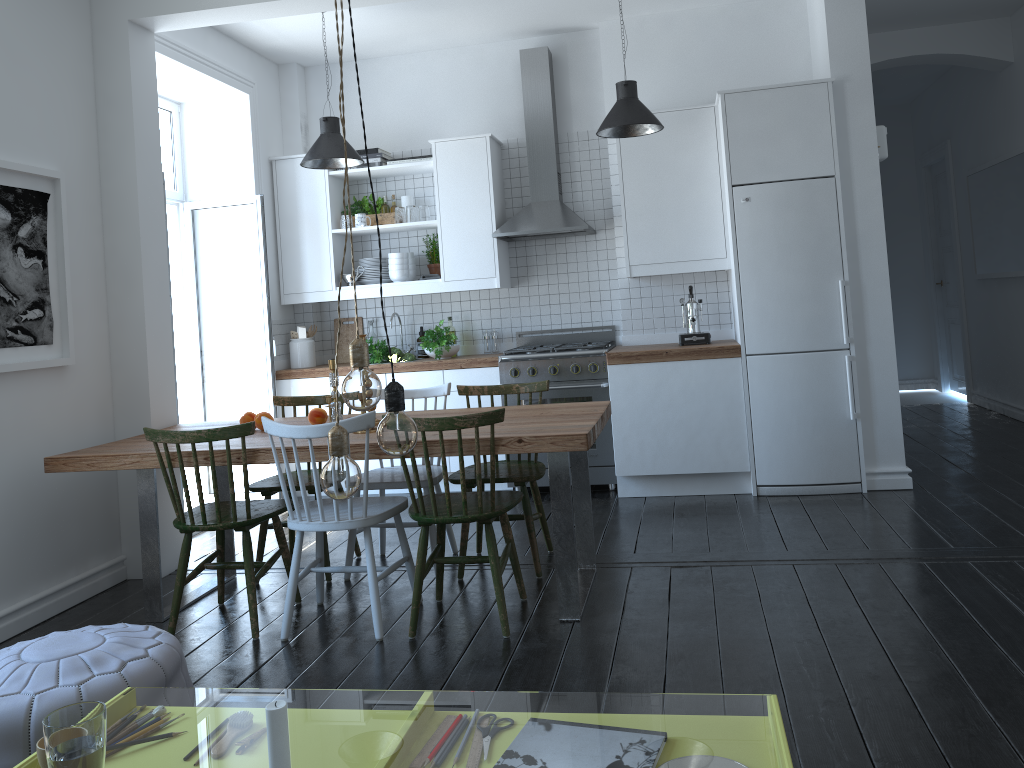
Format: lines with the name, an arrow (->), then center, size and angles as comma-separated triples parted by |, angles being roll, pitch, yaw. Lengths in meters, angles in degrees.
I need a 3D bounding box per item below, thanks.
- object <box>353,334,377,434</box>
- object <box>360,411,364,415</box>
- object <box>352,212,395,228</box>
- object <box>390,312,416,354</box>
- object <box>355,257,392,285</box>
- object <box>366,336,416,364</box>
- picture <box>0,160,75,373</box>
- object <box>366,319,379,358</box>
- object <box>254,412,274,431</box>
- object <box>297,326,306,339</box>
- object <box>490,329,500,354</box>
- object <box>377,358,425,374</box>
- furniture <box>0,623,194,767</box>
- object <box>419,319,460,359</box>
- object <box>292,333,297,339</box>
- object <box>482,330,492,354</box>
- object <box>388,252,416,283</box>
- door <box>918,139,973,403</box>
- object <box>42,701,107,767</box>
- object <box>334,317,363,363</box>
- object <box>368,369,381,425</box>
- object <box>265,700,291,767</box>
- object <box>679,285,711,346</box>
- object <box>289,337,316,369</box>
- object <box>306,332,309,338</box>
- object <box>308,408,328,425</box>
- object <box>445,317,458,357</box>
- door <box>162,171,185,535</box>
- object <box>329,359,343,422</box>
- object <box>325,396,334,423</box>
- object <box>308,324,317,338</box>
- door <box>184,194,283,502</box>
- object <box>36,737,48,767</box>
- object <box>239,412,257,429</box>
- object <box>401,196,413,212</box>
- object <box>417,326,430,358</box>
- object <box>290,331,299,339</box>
object -> -0.627, -0.002, 3.705 | 0.113, 0.412, 0.113 | -3, -2, -27
object -> -0.685, 0.111, 4.029 | 0.049, 0.139, 0.049 | -4, -1, 11
object -> -0.999, -1.162, 6.346 | 0.392, 0.103, 0.153 | -3, 3, 11
object -> -0.780, -0.336, 6.269 | 0.189, 0.354, 0.274 | -4, 1, -12
object -> -0.989, -0.801, 6.299 | 0.300, 0.195, 0.307 | -4, 3, 13
object -> -0.866, -0.184, 6.069 | 0.470, 0.308, 0.283 | -5, 1, -16
picture -> -2.144, -0.499, 3.730 | 0.083, 0.890, 0.689 | -5, 0, 12
object -> -1.020, -0.322, 6.403 | 0.097, 0.318, 0.098 | -4, -1, 11
object -> -1.136, 0.171, 4.034 | 0.083, 0.088, 0.091 | -3, 2, 38
object -> -1.481, -0.266, 6.231 | 0.064, 0.291, 0.140 | -4, -1, -15
object -> -0.119, -0.301, 6.204 | 0.059, 0.173, 0.059 | -5, -1, 25
object -> -0.819, -0.103, 6.124 | 0.371, 0.111, 0.355 | -3, 4, 11
furniture -> -1.163, 0.892, 2.322 | 0.609, 0.420, 0.616 | -4, 3, 6
object -> -0.497, -0.305, 6.020 | 0.271, 0.270, 0.338 | -4, 2, 2
object -> -1.512, -0.243, 6.221 | 0.117, 0.252, 0.061 | -5, -2, 41
object -> -0.176, -0.299, 6.237 | 0.059, 0.173, 0.059 | -5, -1, 25
object -> -0.772, -0.820, 6.201 | 0.149, 0.217, 0.310 | -4, 3, 9
door -> 4.337, -1.113, 8.741 | 0.116, 2.482, 1.071 | -5, -1, 12
object -> -0.741, 0.635, 1.500 | 0.098, 0.146, 0.097 | -4, 0, -28
object -> -1.198, -0.322, 6.469 | 0.220, 0.331, 0.040 | -4, -2, 11
object -> -0.637, 0.060, 3.951 | 0.100, 0.248, 0.101 | -5, -1, 35
object -> -0.377, 0.602, 1.427 | 0.075, 0.174, 0.074 | -3, -1, -44
object -> 1.133, -0.431, 5.513 | 0.205, 0.371, 0.354 | -4, 1, 11
object -> -1.478, -0.219, 6.219 | 0.173, 0.209, 0.174 | -4, 1, 16
object -> -1.447, -0.249, 6.255 | 0.051, 0.248, 0.114 | -3, -1, -24
object -> -0.900, 0.152, 4.086 | 0.089, 0.084, 0.085 | -3, 2, 24
object -> -0.432, -0.336, 6.240 | 0.066, 0.283, 0.066 | -4, -2, 6
door -> -2.088, -0.124, 4.757 | 0.584, 2.032, 0.104 | -5, -2, 17
object -> -0.783, 0.044, 3.901 | 0.141, 0.312, 0.139 | -4, -1, -36
object -> -0.768, 0.131, 3.722 | 0.080, 0.161, 0.080 | -4, -1, -32
object -> -1.441, -0.272, 6.252 | 0.131, 0.297, 0.056 | -4, -2, -9
door -> -1.869, -0.234, 5.867 | 0.585, 2.032, 0.104 | -4, -2, 5
object -> -0.809, 0.673, 1.592 | 0.086, 0.067, 0.087 | -2, 3, 39
object -> -1.213, 0.172, 4.067 | 0.088, 0.090, 0.083 | -4, 1, 1
object -> -0.746, -1.236, 6.320 | 0.085, 0.223, 0.085 | -5, -1, 18
object -> -0.642, -0.299, 6.323 | 0.085, 0.231, 0.085 | -4, -1, -24
object -> -1.524, -0.246, 6.200 | 0.054, 0.263, 0.148 | -4, 0, -14
